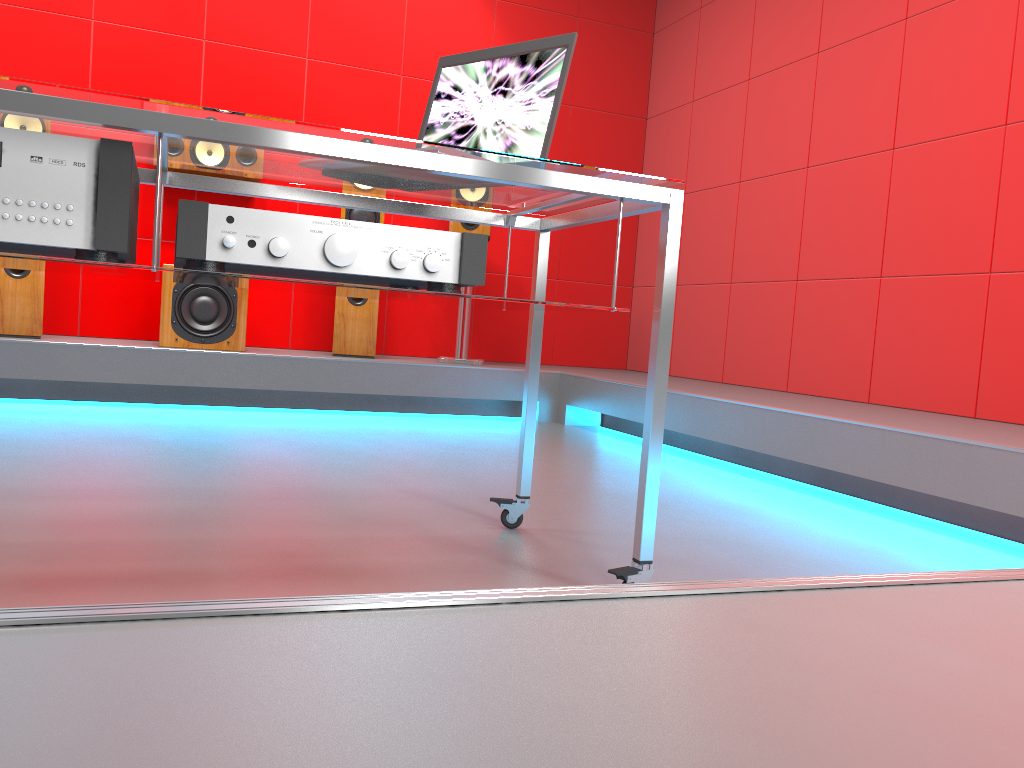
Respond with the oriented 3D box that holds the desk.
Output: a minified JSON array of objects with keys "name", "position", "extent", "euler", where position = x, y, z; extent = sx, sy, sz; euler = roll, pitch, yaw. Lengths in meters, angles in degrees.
[{"name":"desk","position":[-0.594,-0.041,1.392],"extent":[1.617,0.690,0.594],"euler":[3,4,-21]}]

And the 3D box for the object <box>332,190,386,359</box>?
[{"name":"object","position":[-0.740,-0.658,4.320],"extent":[0.203,1.052,0.238],"euler":[4,3,-12]}]

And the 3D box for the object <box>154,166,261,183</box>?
[{"name":"object","position":[-1.471,-1.154,4.313],"extent":[0.493,0.271,0.235],"euler":[3,4,-21]}]

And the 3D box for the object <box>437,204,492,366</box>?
[{"name":"object","position":[-0.221,-0.632,4.500],"extent":[0.231,1.058,0.265],"euler":[4,3,-2]}]

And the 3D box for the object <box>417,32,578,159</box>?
[{"name":"object","position":[-0.128,-0.507,1.578],"extent":[0.342,0.285,0.340],"euler":[7,4,38]}]

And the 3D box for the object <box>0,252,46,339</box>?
[{"name":"object","position":[-2.093,-0.726,3.762],"extent":[0.203,1.052,0.238],"euler":[2,4,-31]}]

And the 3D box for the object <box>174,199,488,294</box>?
[{"name":"object","position":[-0.307,-0.203,1.423],"extent":[0.435,0.092,0.365],"euler":[3,4,-21]}]

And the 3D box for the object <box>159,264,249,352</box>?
[{"name":"object","position":[-1.412,-0.345,4.058],"extent":[0.360,0.360,0.360],"euler":[3,4,-21]}]

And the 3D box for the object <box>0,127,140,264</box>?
[{"name":"object","position":[-0.761,-0.259,1.238],"extent":[0.431,0.158,0.371],"euler":[3,4,-21]}]
